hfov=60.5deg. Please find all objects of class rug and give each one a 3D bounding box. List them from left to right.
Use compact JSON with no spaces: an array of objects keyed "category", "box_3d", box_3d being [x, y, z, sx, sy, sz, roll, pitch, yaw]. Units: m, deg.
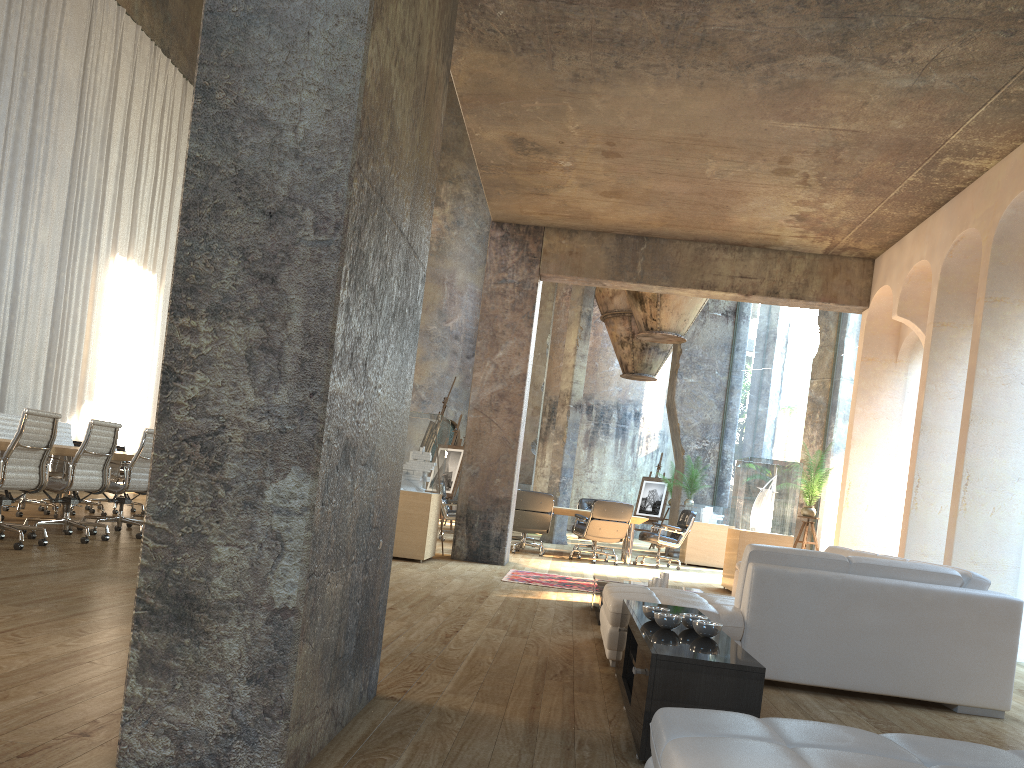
[{"category":"rug","box_3d":[1.158,2.060,8.797,2.459,0.009,1.355,6,-7,4]}]

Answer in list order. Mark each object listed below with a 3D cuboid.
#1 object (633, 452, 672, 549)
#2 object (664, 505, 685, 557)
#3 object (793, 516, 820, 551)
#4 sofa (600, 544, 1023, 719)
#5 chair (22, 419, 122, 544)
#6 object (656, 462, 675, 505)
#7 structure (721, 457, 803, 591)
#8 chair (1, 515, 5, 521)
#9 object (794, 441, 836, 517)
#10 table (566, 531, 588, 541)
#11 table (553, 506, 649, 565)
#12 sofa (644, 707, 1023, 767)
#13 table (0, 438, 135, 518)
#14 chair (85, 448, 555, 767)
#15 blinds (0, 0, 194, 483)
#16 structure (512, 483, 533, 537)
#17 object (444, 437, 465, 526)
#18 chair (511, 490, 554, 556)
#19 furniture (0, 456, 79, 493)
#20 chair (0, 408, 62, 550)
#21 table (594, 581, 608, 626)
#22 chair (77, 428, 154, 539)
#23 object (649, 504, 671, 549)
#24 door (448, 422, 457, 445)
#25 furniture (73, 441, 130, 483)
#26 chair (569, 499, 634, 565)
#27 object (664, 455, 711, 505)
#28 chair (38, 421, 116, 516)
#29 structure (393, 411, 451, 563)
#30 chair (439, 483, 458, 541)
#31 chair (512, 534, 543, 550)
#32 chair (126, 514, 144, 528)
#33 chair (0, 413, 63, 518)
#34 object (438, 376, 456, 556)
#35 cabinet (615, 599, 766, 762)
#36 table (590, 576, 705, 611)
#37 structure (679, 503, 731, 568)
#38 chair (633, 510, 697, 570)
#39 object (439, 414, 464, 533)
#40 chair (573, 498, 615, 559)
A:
[{"category":"object","box_3d":[3.091,2.537,19.233,0.696,2.143,0.690,7,0,33]},{"category":"object","box_3d":[3.156,2.654,15.556,0.567,0.971,0.665,6,-2,40]},{"category":"object","box_3d":[3.425,2.068,10.549,0.664,0.971,0.568,8,-2,-32]},{"category":"sofa","box_3d":[1.617,1.397,5.883,2.061,0.719,2.947,6,-7,4]},{"category":"chair","box_3d":[-3.734,0.789,7.376,0.697,1.024,0.669,6,-2,13]},{"category":"object","box_3d":[3.303,2.030,18.088,0.684,0.938,0.867,6,-3,25]},{"category":"structure","box_3d":[2.858,1.656,10.111,0.594,1.545,0.745,7,-1,4]},{"category":"chair","box_3d":[-5.065,0.737,8.249,0.697,1.024,0.669,6,-2,13]},{"category":"object","box_3d":[3.600,1.133,10.541,0.689,0.938,0.861,7,-3,-5]},{"category":"table","box_3d":[0.968,3.064,19.289,1.868,0.545,0.947,6,-5,4]},{"category":"table","box_3d":[0.740,2.191,13.068,2.407,0.699,1.111,6,-5,4]},{"category":"sofa","box_3d":[1.339,0.847,1.687,2.065,0.720,1.077,6,-5,4]},{"category":"table","box_3d":[-4.447,0.897,7.885,1.599,0.756,7.764,6,-7,5]},{"category":"chair","box_3d":[-2.077,1.413,10.762,12.935,1.028,31.706,6,-7,4]},{"category":"blinds","box_3d":[-7.526,-2.473,16.256,0.274,8.626,7.870,7,-3,6]},{"category":"structure","box_3d":[-0.067,2.308,16.072,0.742,1.013,0.738,7,-2,4]},{"category":"object","box_3d":[-1.120,1.797,17.333,0.680,2.143,0.707,7,0,30]},{"category":"chair","box_3d":[0.207,1.947,12.381,0.730,0.890,0.824,7,-3,-2]},{"category":"furniture","box_3d":[-7.154,1.175,13.095,0.707,0.838,1.883,7,-6,5]},{"category":"chair","box_3d":[-3.791,0.671,6.479,0.697,1.024,0.669,7,-2,10]},{"category":"table","box_3d":[1.031,1.675,6.559,0.789,0.202,1.117,6,-7,4]},{"category":"chair","box_3d":[-3.673,0.905,8.255,0.697,1.024,0.669,7,-2,10]},{"category":"object","box_3d":[3.245,2.975,18.070,0.659,0.971,0.572,7,-1,-2]},{"category":"door","box_3d":[-1.968,2.119,24.329,0.910,2.293,0.091,7,0,-38]},{"category":"furniture","box_3d":[-6.995,1.489,15.479,0.707,0.838,1.883,7,-6,5]},{"category":"chair","box_3d":[1.210,2.064,12.345,0.734,0.891,0.819,8,-3,-22]},{"category":"object","box_3d":[3.120,1.705,15.634,0.857,0.938,0.691,7,-2,7]},{"category":"chair","box_3d":[-4.949,0.975,10.063,0.697,1.024,0.668,7,-2,8]},{"category":"structure","box_3d":[-1.090,1.100,9.453,0.594,1.545,0.745,7,-1,4]},{"category":"chair","box_3d":[-0.787,1.927,13.181,0.821,0.891,0.733,7,-2,0]},{"category":"chair","box_3d":[0.204,2.131,13.868,0.727,0.891,0.827,6,-3,11]},{"category":"chair","box_3d":[-3.605,1.028,9.186,0.698,1.024,0.668,7,-2,4]},{"category":"chair","box_3d":[-5.008,0.854,9.146,0.697,1.024,0.669,7,-2,10]},{"category":"object","box_3d":[-1.019,0.945,10.341,0.684,2.143,0.702,7,0,3]},{"category":"cabinet","box_3d":[0.655,1.183,3.632,0.395,0.368,1.572,7,-7,5]},{"category":"table","box_3d":[1.058,1.702,6.927,0.858,0.246,0.372,6,-5,4]},{"category":"structure","box_3d":[3.231,2.515,14.539,0.734,1.013,0.747,7,-2,4]},{"category":"chair","box_3d":[2.227,2.263,12.967,0.821,0.891,0.732,7,-2,-1]},{"category":"object","box_3d":[-1.141,1.560,15.440,0.696,2.143,0.690,7,0,36]},{"category":"chair","box_3d":[1.310,2.254,13.793,0.728,0.890,0.826,7,-3,5]}]
